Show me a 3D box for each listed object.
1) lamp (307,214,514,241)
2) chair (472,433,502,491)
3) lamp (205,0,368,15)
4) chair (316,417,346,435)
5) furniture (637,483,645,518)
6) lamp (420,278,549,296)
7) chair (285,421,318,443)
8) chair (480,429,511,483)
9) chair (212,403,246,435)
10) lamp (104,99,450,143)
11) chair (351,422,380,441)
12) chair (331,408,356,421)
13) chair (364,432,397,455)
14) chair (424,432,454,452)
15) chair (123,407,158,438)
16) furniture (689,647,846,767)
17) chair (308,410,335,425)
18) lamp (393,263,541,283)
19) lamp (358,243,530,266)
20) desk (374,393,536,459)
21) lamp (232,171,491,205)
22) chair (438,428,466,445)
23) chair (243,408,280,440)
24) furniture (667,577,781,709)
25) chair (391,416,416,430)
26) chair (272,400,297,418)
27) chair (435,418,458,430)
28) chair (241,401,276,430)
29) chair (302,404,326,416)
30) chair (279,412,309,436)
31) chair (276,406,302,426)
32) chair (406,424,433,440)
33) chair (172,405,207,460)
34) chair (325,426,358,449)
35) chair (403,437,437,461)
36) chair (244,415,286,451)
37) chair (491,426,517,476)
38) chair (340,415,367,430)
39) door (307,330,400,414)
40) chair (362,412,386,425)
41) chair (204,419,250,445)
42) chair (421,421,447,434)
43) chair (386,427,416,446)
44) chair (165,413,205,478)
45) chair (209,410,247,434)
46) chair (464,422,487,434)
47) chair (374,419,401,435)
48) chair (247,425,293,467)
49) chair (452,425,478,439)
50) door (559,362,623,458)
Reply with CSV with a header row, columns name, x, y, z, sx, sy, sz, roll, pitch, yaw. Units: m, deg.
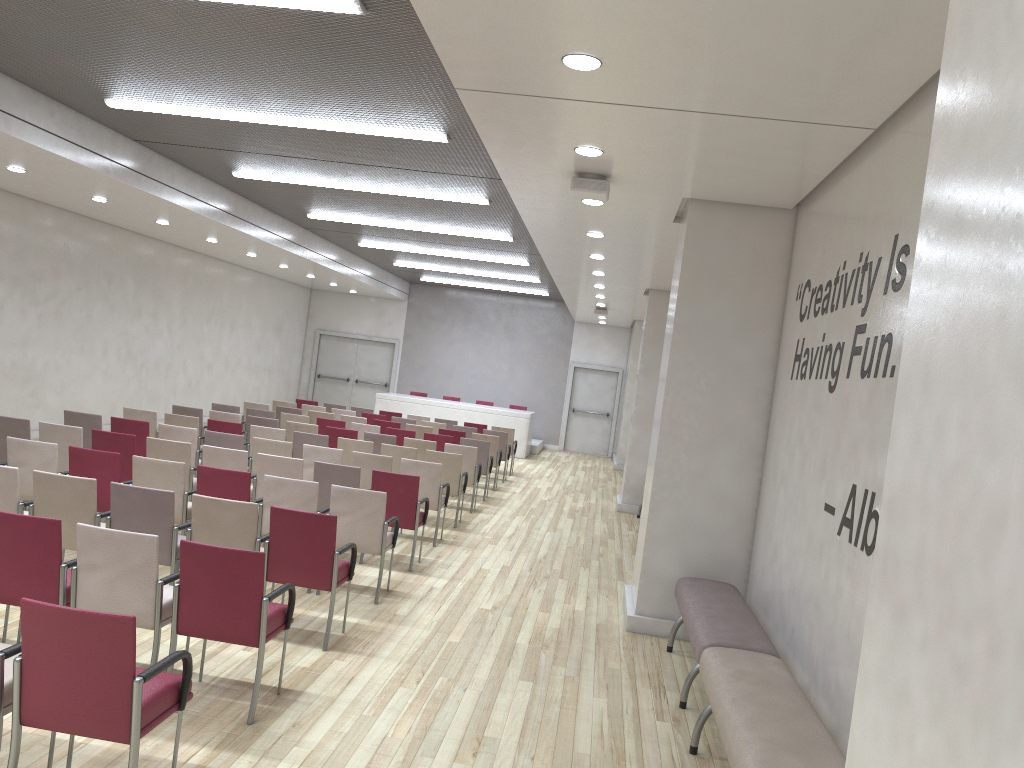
name,x,y,z,sx,sy,sz,roll,pitch,yaw
lamp,-1.607,-2.452,13.944,3.304,0.045,0.198,8,1,6
chair,-0.449,1.254,14.553,0.513,0.890,0.640,8,1,6
lamp,-2.516,-2.453,5.459,3.304,0.045,0.198,8,1,6
chair,-2.735,0.969,13.569,0.513,0.890,0.640,8,1,6
furniture,2.121,1.784,12.794,0.530,0.550,1.833,8,1,6
lamp,-0.697,-2.451,22.436,3.304,0.045,0.198,8,1,6
chair,-2.867,0.969,12.327,0.513,0.890,0.640,8,1,6
chair,-0.306,1.256,15.763,0.513,0.890,0.640,8,1,7
chair,-4.367,0.754,13.739,0.513,0.890,0.640,8,1,5
lamp,-2.213,-2.453,8.293,3.304,0.045,0.198,8,1,6
chair,-2.202,1.040,13.504,0.513,0.890,0.640,8,1,6
chair,-3.022,0.897,16.071,0.513,0.890,0.640,8,1,5
chair,-1.797,1.110,12.226,0.513,0.890,0.640,8,1,6
chair,-1.105,1.185,13.387,0.513,0.890,0.640,8,1,6
chair,-4.633,0.753,11.288,0.513,0.890,0.640,8,1,7
furniture,1.205,1.782,4.244,0.530,0.550,1.833,8,1,6
chair,-3.158,0.896,14.847,0.513,0.890,0.640,8,1,5
lamp,-1.001,-2.451,19.600,3.304,0.045,0.198,8,1,6
lamp,-1.300,-2.452,16.809,3.304,0.045,0.198,8,1,6
desk,-1.357,0.967,21.155,3.652,1.042,1.456,8,1,6
lamp,-1.908,-2.452,11.139,3.304,0.045,0.198,8,1,6
chair,-0.990,1.183,14.614,0.513,0.890,0.640,8,1,6
chair,-3.821,0.826,13.674,0.513,0.890,0.640,8,1,6
furniture,1.403,1.783,6.091,0.530,0.550,1.833,8,1,6
chair,-1.932,1.041,15.942,0.513,0.890,0.640,8,1,6
chair,-4.102,0.755,16.186,0.513,0.890,0.640,8,1,5
chair,-1.268,1.112,17.108,0.513,0.890,0.640,8,1,7
chair,-4.242,0.754,14.950,0.513,0.890,0.640,8,1,7
chair,-3.561,0.826,16.117,0.513,0.890,0.640,8,1,6
chair,-3.286,0.897,13.618,0.513,0.890,0.640,8,1,6
chair,-3.693,0.826,14.893,0.513,0.890,0.640,8,1,5
chair,-1.529,1.112,14.671,0.513,0.890,0.640,8,1,6
chair,-4.493,0.755,12.517,0.513,0.890,0.640,8,1,7
chair,-2.329,1.040,12.289,0.513,0.890,0.640,8,1,5
chair,-1.254,1.182,12.160,0.513,0.890,0.640,8,1,6
chair,-3.415,0.897,12.388,0.513,0.890,0.640,8,1,7
chair,-0.187,1.255,16.989,0.513,0.890,0.640,8,1,6
chair,-2.607,0.969,14.776,0.513,0.890,0.640,8,1,7
door,-4.400,-0.162,24.546,2.373,2.400,0.200,8,1,6
chair,-2.470,0.970,16.015,0.513,0.890,0.640,8,1,6
chair,-3.547,0.897,11.168,0.513,0.890,0.640,8,1,6
chair,-1.396,1.112,15.896,0.513,0.890,0.640,8,1,6
chair,-1.667,1.111,13.438,0.513,0.890,0.640,8,1,7
chair,-4.097,0.824,11.228,0.513,0.890,0.640,8,1,6
chair,-3.957,0.826,12.445,0.513,0.890,0.640,8,1,7
chair,-0.712,1.185,17.050,0.513,0.890,0.640,8,1,5
chair,-2.059,1.042,14.717,0.513,0.890,0.640,8,1,5
chair,-3.008,0.968,11.122,0.513,0.890,0.640,8,1,5
chair,-0.847,1.185,15.824,0.513,0.890,0.640,8,1,6
door,2.131,0.700,23.846,1.400,2.400,0.200,8,1,6
